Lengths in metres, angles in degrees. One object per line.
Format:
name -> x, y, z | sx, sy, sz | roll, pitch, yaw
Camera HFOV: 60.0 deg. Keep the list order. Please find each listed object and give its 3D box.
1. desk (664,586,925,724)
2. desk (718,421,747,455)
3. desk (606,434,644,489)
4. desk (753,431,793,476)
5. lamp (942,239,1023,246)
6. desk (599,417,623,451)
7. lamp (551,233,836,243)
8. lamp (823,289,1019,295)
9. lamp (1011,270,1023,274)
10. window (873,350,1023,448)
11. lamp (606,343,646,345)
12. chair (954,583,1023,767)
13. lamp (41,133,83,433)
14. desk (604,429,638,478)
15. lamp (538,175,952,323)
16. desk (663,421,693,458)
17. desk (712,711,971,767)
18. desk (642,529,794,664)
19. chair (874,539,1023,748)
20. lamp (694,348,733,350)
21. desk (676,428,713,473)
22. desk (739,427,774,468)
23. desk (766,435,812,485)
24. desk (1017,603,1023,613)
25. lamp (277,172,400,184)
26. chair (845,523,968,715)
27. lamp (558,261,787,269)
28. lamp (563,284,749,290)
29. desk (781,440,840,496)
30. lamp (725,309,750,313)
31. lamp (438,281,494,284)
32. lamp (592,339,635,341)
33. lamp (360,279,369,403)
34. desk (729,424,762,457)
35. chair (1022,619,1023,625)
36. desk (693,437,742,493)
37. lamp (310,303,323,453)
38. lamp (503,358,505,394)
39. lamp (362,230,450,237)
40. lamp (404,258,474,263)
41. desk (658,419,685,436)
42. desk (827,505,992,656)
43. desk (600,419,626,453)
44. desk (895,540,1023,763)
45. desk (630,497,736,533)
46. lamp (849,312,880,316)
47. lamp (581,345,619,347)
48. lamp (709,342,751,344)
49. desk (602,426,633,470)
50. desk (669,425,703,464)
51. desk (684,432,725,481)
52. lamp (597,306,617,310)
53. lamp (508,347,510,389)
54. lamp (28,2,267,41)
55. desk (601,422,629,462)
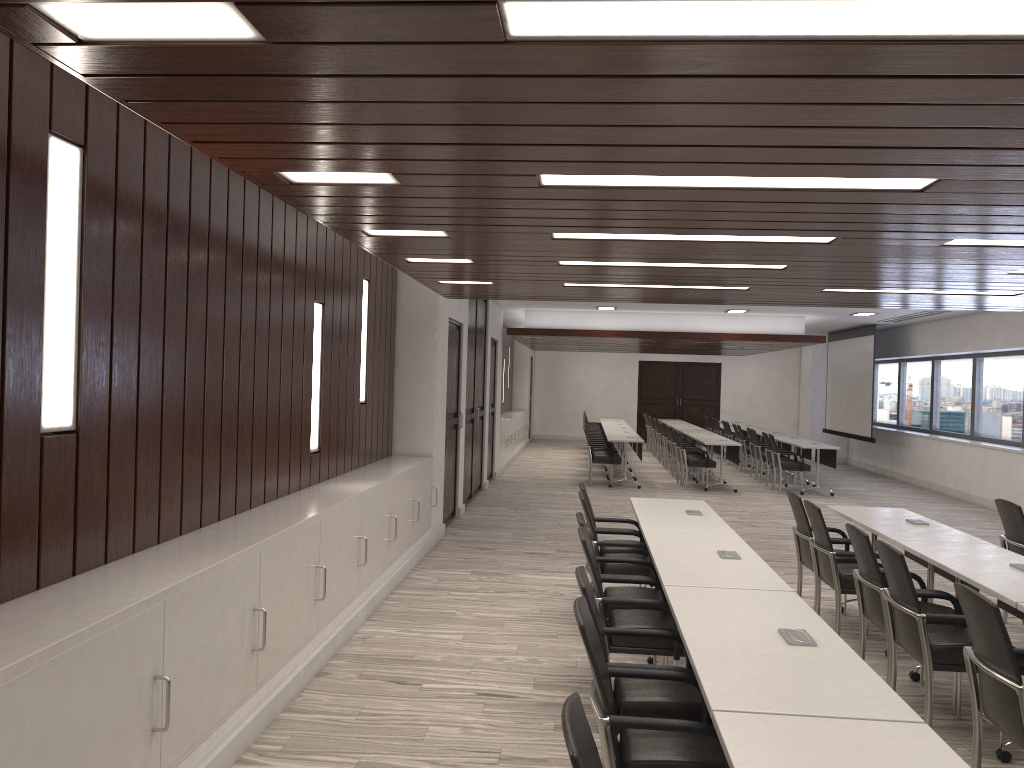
desk -> 0.895, 1.300, 3.206 | 0.577, 0.795, 1.509 | 2, 0, 5
desk -> 5.490, 1.346, 22.126 | 0.577, 0.795, 1.509 | 2, 0, 5
desk -> 1.856, 1.273, 14.794 | 0.577, 0.795, 1.509 | 2, 0, 5
desk -> 5.112, 1.357, 17.570 | 0.577, 0.795, 1.509 | 2, 0, 5
lamp -> 3.011, -0.744, 4.569 | 1.496, 0.045, 0.236 | 2, 0, 5
desk -> 2.485, 1.256, 22.375 | 0.577, 0.795, 1.509 | 2, 0, 5
lamp -> 0.958, -0.806, 4.739 | 1.496, 0.045, 0.236 | 2, 0, 5
lamp -> 3.211, -0.750, 6.981 | 1.496, 0.045, 0.236 | 2, 0, 5
lamp -> 3.403, -0.737, 5.640 | 0.421, 0.046, 0.236 | 2, 0, 5
window -> 7.644, 0.212, 14.576 | 0.118, 1.419, 10.452 | 2, 0, 5
lamp -> 2.041, -0.836, 17.791 | 1.496, 0.045, 0.236 | 2, 0, 5
chair -> 2.052, 1.261, 3.382 | 0.638, 0.939, 0.513 | 2, 0, 5
lamp -> -1.683, -0.357, 3.222 | 0.094, 1.058, 0.236 | 2, 0, 5
desk -> 1.982, 1.270, 16.311 | 0.577, 0.795, 1.509 | 2, 0, 5
lamp -> 3.969, -0.992, 9.413 | 1.469, 0.552, 14.295 | 2, 0, 27
desk -> 3.872, 1.305, 20.732 | 0.577, 0.795, 1.509 | 2, 0, 5
desk -> 0.770, 1.303, 1.688 | 0.577, 0.795, 1.509 | 2, 0, 5
desk -> 1.021, 1.296, 4.726 | 0.577, 0.795, 1.509 | 2, 0, 5
chair -> 2.134, 1.259, 4.366 | 0.638, 0.939, 0.513 | 2, 0, 4
lamp -> 4.202, -0.777, 18.937 | 1.496, 0.045, 0.236 | 2, 0, 5
desk -> 3.620, 1.312, 17.694 | 0.577, 0.795, 1.509 | 2, 0, 5
desk -> 5.238, 1.353, 19.088 | 0.577, 0.795, 1.509 | 2, 0, 5
desk -> 4.987, 1.360, 16.062 | 0.577, 0.795, 1.509 | 2, 0, 5
desk -> 2.409, 1.345, 3.080 | 0.577, 0.795, 1.509 | 2, 0, 5
lamp -> -0.691, -0.849, 3.551 | 0.464, 0.045, 0.236 | 2, 0, 5
chair -> 2.180, 1.258, 4.887 | 0.638, 0.939, 0.513 | 2, 0, 5
lamp -> 1.049, -0.808, 5.835 | 1.496, 0.045, 0.236 | 2, 0, 5
lamp -> 1.158, -0.811, 7.151 | 1.496, 0.045, 0.236 | 2, 0, 5
desk -> 4.861, 1.364, 14.545 | 0.577, 0.795, 1.509 | 2, 0, 5
lamp -> 3.705, -1.248, 14.592 | 0.324, 0.120, 0.519 | 2, 0, 5
lamp -> -0.382, -0.858, 7.279 | 0.464, 0.045, 0.236 | 2, 0, 5
lamp -> 1.913, -0.832, 16.257 | 1.496, 0.045, 0.236 | 2, 0, 5
lamp -> -1.319, -0.367, 7.607 | 0.094, 1.058, 0.236 | 2, 0, 5
desk -> 5.364, 1.350, 20.608 | 0.577, 0.795, 1.509 | 2, 0, 5
chair -> 2.027, 1.263, 2.852 | 0.638, 0.939, 0.513 | 2, 0, 4
desk -> 3.370, 1.319, 14.668 | 0.577, 0.795, 1.509 | 2, 0, 5
lamp -> -1.438, -0.046, 6.294 | 0.094, 1.058, 0.236 | 2, 0, 5
lamp -> -0.246, -0.078, 20.661 | 0.094, 1.058, 0.236 | 2, 0, 5
lamp -> -0.582, -0.852, 4.867 | 0.464, 0.045, 0.236 | 2, 0, 5
lamp -> -0.491, -0.855, 5.963 | 0.464, 0.045, 0.236 | 2, 0, 5
desk -> 3.998, 1.301, 22.249 | 0.577, 0.795, 1.509 | 2, 0, 5
desk -> 2.661, 1.338, 6.118 | 0.577, 0.795, 1.509 | 2, 0, 5
desk -> 2.359, 1.259, 20.857 | 0.577, 0.795, 1.509 | 2, 0, 5
desk -> 2.535, 1.342, 4.601 | 0.577, 0.795, 1.509 | 2, 0, 5
desk -> 1.147, 1.293, 6.244 | 0.577, 0.795, 1.509 | 2, 0, 5
lamp -> 5.729, -1.187, 14.424 | 0.324, 0.120, 0.519 | 2, 0, 5
lamp -> 2.150, -0.839, 19.107 | 1.496, 0.045, 0.236 | 2, 0, 5
lamp -> 3.966, -0.770, 16.086 | 1.496, 0.045, 0.236 | 2, 0, 5
desk -> 2.107, 1.266, 17.819 | 0.577, 0.795, 1.509 | 2, 0, 5
desk -> 3.746, 1.308, 19.212 | 0.577, 0.795, 1.509 | 2, 0, 5
desk -> 3.495, 1.315, 16.186 | 0.577, 0.795, 1.509 | 2, 0, 5
lamp -> 1.575, -1.313, 14.768 | 0.324, 0.120, 0.519 | 2, 0, 5
lamp -> -0.128, -0.400, 21.975 | 0.094, 1.058, 0.236 | 2, 0, 5
lamp -> -0.818, -0.846, 2.017 | 0.464, 0.045, 0.236 | 2, 0, 5
desk -> 2.233, 1.263, 19.337 | 0.577, 0.795, 1.509 | 2, 0, 5
